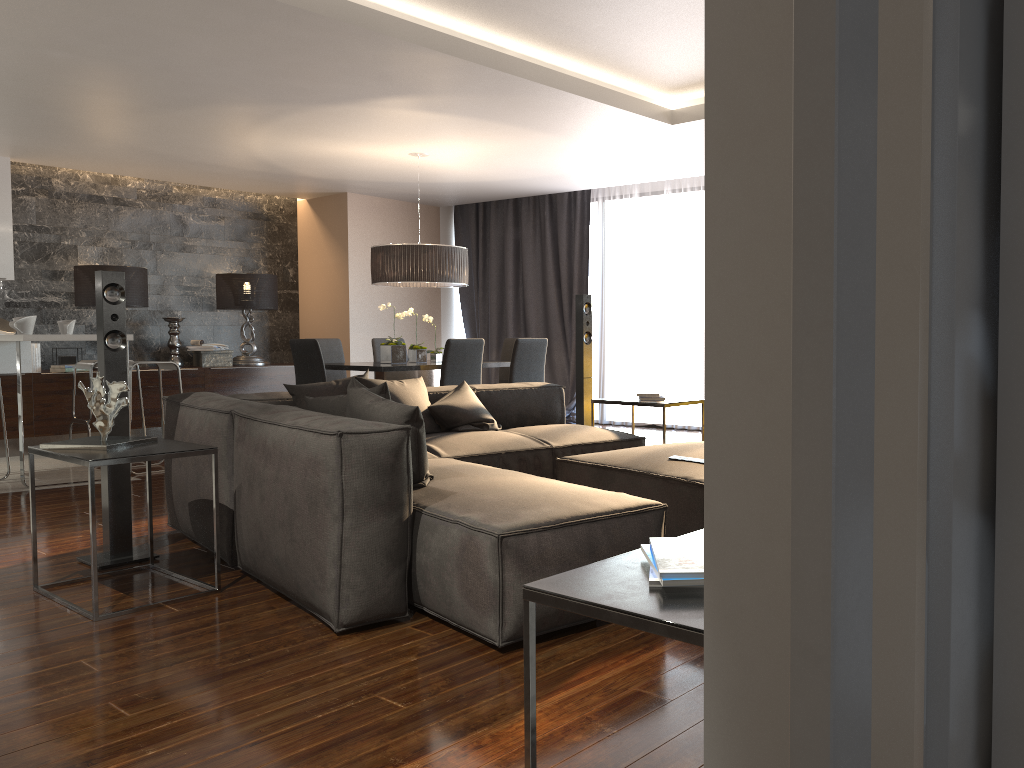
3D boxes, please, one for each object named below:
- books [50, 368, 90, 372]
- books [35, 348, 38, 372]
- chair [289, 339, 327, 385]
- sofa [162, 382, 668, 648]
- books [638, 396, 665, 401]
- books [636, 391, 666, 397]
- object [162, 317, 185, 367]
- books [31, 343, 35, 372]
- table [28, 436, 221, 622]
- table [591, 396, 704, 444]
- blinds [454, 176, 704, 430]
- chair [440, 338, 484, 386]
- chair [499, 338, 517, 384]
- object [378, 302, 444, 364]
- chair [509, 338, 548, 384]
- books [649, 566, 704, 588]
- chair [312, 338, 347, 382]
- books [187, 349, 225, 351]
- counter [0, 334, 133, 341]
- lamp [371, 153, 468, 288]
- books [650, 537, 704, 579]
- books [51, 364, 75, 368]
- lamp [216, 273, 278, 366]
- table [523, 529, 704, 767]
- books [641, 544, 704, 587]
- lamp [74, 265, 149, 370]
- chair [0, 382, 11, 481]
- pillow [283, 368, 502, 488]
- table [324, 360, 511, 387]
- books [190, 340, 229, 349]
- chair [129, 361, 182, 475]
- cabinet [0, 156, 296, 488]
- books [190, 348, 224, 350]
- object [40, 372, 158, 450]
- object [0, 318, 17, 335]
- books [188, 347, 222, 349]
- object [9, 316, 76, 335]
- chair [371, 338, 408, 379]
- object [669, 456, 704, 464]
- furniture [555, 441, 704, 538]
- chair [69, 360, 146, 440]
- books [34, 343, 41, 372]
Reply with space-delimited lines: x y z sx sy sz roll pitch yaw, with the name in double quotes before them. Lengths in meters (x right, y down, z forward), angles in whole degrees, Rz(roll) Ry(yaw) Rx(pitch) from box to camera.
"books" -3.823 -0.125 7.609 0.173 0.034 0.252 1 3 21
"books" -4.084 -0.205 7.504 0.147 0.205 0.022 2 4 42
"chair" -1.368 0.132 6.825 0.405 0.964 0.603 2 4 43
"sofa" -0.058 0.396 4.271 2.620 0.703 2.589 -3 4 -37
"books" 0.917 0.091 5.785 0.162 0.023 0.232 0 3 3
"books" 0.919 0.067 5.799 0.150 0.022 0.212 1 3 19
"object" -3.295 -0.406 8.588 0.209 0.485 0.207 0 3 0
"books" -4.100 -0.223 7.485 0.165 0.243 0.020 2 4 42
"table" -1.495 0.522 3.393 0.568 0.563 0.475 2 4 42
"table" 0.898 0.382 5.817 0.568 0.563 0.475 2 4 42
"blinds" 2.198 -0.927 8.519 7.122 2.892 0.787 2 3 34
"chair" -0.528 0.133 6.753 0.541 0.964 0.451 2 4 42
"chair" -0.127 0.057 8.122 0.405 0.964 0.603 2 4 43
"object" -0.865 -0.432 7.402 0.294 0.501 0.605 2 4 39
"chair" -0.024 0.102 7.293 0.541 0.964 0.451 2 4 42
"books" 0.410 0.329 1.593 0.316 0.011 0.255 0 3 6
"chair" -1.483 0.088 7.617 0.541 0.964 0.451 2 4 42
"books" -3.059 -0.342 8.808 0.254 0.011 0.318 0 3 0
"counter" -4.985 -0.274 5.321 2.548 0.041 4.251 3 4 43
"lamp" -0.777 -1.381 7.389 0.836 1.102 0.772 -2 3 -23
"books" 0.414 0.308 1.578 0.319 0.011 0.253 0 3 1
"books" -3.821 -0.154 7.598 0.160 0.024 0.236 1 3 22
"lamp" -2.742 -0.664 9.132 0.615 0.933 0.570 -1 3 -21
"table" 0.394 0.616 1.595 0.426 0.563 0.634 2 4 43
"books" 0.407 0.319 1.583 0.322 0.011 0.250 0 3 -4
"lamp" -3.686 -0.606 8.119 0.564 0.933 0.621 1 3 33
"chair" -3.756 0.265 6.009 0.398 0.800 0.454 2 4 43
"pillow" -0.712 0.144 4.296 1.047 0.431 2.120 0 3 7
"table" -0.744 0.197 7.461 0.985 0.760 1.690 2 4 43
"books" -3.052 -0.391 8.878 0.288 0.109 0.305 -3 4 -37
"chair" -2.710 0.235 6.512 0.398 0.800 0.454 2 4 43
"cabinet" -3.332 -0.579 5.865 4.210 2.499 7.300 3 4 43
"books" -3.055 -0.353 8.823 0.258 0.011 0.312 -1 3 -10
"object" -1.610 0.095 3.434 0.279 0.287 0.291 0 3 13
"object" -4.389 -0.556 7.331 0.437 0.298 0.545 -2 4 -35
"books" -3.068 -0.363 8.807 0.258 0.011 0.312 -1 3 -10
"object" -3.274 -0.410 6.132 0.178 0.133 0.462 3 4 43
"chair" -0.979 0.057 8.157 0.541 0.964 0.451 2 4 42
"object" 0.801 0.340 3.959 0.197 0.015 0.054 3 4 42
"furniture" 0.946 0.522 4.296 1.157 0.439 1.036 -3 4 -37
"chair" -3.205 0.212 6.960 0.398 0.800 0.454 2 4 43
"books" -4.083 -0.226 7.534 0.166 0.243 0.025 2 4 42
